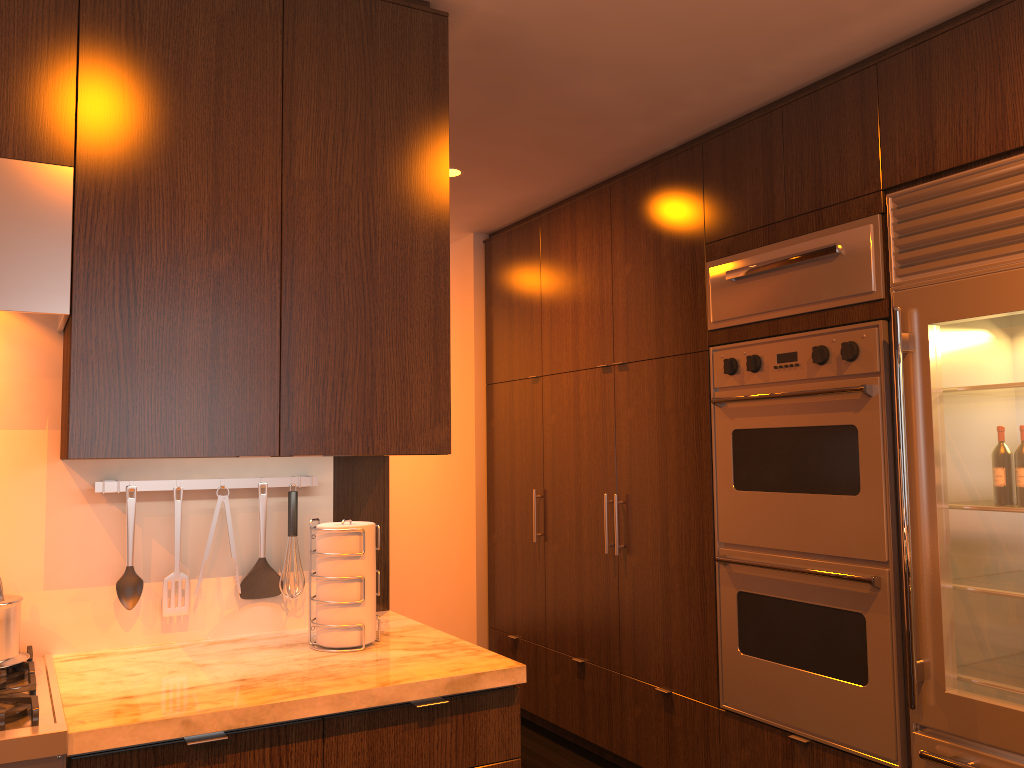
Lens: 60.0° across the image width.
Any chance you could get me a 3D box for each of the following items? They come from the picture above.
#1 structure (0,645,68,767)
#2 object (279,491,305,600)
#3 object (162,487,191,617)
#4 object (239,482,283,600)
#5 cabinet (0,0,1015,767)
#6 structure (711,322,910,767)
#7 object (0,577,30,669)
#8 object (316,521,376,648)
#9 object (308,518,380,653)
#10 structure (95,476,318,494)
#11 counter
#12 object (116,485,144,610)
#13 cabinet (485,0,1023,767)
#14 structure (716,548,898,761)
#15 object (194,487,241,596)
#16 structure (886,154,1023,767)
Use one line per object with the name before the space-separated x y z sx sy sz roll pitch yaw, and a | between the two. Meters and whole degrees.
structure | -1.400 0.586 1.563 1.067 0.422 0.824 2 -5 -29
object | -0.576 0.423 2.326 0.063 0.281 0.063 -4 -6 38
object | -0.826 0.411 2.187 0.066 0.314 0.004 2 -5 -29
object | -0.652 0.407 2.303 0.112 0.303 0.036 2 -5 -29
cabinet | -0.091 -0.086 0.466 5.521 2.997 7.728 2 -5 -29
structure | 1.189 0.495 3.061 0.687 1.294 0.743 2 -5 -29
object | -1.143 0.481 1.878 0.221 0.218 0.221 4 -6 -45
object | -0.406 0.485 2.166 0.149 0.286 0.144 -5 -6 42
object | -0.415 0.483 2.168 0.160 0.304 0.168 -2 -5 14
structure | -0.758 0.253 2.246 0.541 0.031 0.048 1 -5 -26
counter | -1.503 0.574 0.970 3.616 0.038 3.187 2 -5 -29
object | -0.918 0.393 2.133 0.061 0.296 0.020 2 -5 -31
cabinet | 1.083 0.347 3.284 0.690 2.540 3.924 2 -5 -29
structure | 0.921 0.841 2.881 0.064 0.544 0.710 2 -5 -29
object | -0.740 0.395 2.236 0.114 0.271 0.008 2 -5 -29
structure | 1.590 0.471 2.298 0.687 2.129 0.915 2 -5 -29
